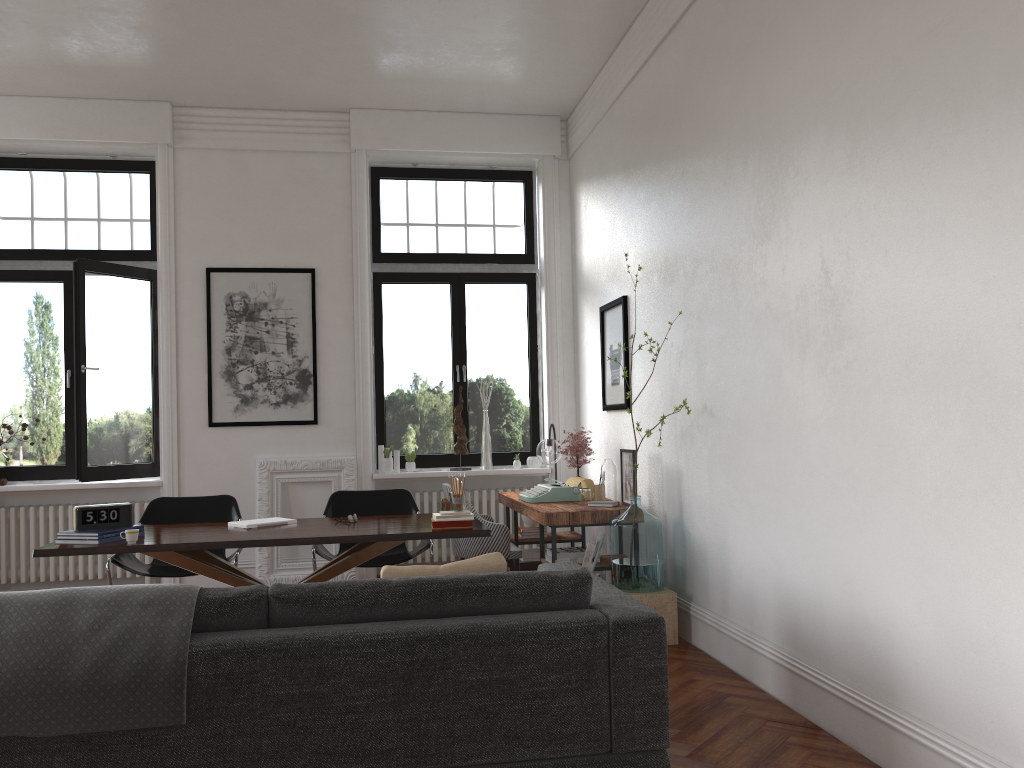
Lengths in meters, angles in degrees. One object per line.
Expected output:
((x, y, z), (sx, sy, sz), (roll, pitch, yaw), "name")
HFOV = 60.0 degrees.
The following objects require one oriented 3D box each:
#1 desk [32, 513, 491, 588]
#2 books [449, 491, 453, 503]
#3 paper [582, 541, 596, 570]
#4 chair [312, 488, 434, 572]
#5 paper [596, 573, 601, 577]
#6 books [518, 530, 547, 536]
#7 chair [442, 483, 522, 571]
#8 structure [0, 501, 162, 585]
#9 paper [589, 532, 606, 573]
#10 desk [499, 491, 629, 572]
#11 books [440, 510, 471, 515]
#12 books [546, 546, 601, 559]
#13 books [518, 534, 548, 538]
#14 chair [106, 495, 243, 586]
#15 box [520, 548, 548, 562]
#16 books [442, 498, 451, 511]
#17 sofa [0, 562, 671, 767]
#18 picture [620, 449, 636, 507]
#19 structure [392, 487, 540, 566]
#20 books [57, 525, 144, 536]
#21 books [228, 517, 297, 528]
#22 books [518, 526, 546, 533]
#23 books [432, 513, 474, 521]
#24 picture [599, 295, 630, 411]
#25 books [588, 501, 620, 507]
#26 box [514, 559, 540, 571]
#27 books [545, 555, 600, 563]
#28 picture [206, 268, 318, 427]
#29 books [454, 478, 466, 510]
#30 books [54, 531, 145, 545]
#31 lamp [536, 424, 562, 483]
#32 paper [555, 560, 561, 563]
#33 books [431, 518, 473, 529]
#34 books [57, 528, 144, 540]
((-1.282, 1.178, 4.932), (2.226, 0.751, 1.030), (-1, -2, -10), "desk")
((-0.343, 0.708, 5.172), (0.041, 0.157, 0.128), (-1, -2, -10), "books")
((0.400, 1.222, 5.255), (0.047, 0.609, 0.330), (-1, -2, -30), "paper")
((-0.910, 1.151, 5.806), (0.752, 0.872, 0.746), (-1, -2, -10), "chair")
((0.481, 1.343, 5.386), (0.126, 0.388, 0.026), (-2, -1, 12), "paper")
((0.154, 1.174, 7.042), (0.209, 0.023, 0.251), (-1, -3, -10), "books")
((-0.210, 1.150, 6.302), (0.547, 0.899, 0.717), (-1, -2, -17), "chair")
((-3.658, 1.386, 7.340), (1.453, 0.778, 0.225), (-1, -1, -10), "structure")
((0.449, 1.231, 5.452), (0.294, 0.625, 0.048), (-1, -1, -17), "paper")
((0.371, 1.215, 6.420), (0.647, 0.757, 1.799), (-1, -2, -10), "desk")
((-0.311, 0.701, 4.833), (0.159, 0.008, 0.128), (-1, -3, -9), "books")
((0.395, 1.087, 5.719), (0.309, 0.038, 0.226), (-1, -3, -10), "books")
((0.154, 1.197, 7.043), (0.209, 0.024, 0.248), (-1, -3, -10), "books")
((-2.068, 1.169, 5.604), (0.752, 0.872, 0.746), (-1, -2, -10), "chair")
((0.187, 1.360, 7.066), (0.256, 0.066, 0.238), (-1, -3, -9), "box")
((-0.380, 0.729, 5.121), (0.028, 0.124, 0.221), (-1, -2, -10), "books")
((-0.873, 1.104, 3.362), (2.644, 0.828, 1.263), (-1, -2, -10), "sofa")
((0.761, 0.612, 5.784), (0.023, 0.369, 0.282), (-1, -2, -10), "picture")
((-0.435, 1.334, 7.903), (1.453, 0.778, 0.225), (-1, -1, -10), "structure")
((-2.123, 0.756, 4.588), (0.250, 0.017, 0.344), (-2, -3, 15), "books")
((-1.450, 0.808, 5.159), (0.325, 0.026, 0.231), (1, -4, -45), "books")
((0.154, 1.153, 7.045), (0.190, 0.022, 0.239), (-1, -3, -10), "books")
((-0.320, 0.719, 4.820), (0.207, 0.028, 0.164), (-1, -3, -12), "books")
((0.772, -0.212, 6.631), (0.050, 0.815, 0.634), (-1, -2, -10), "picture")
((0.587, 0.789, 5.843), (0.213, 0.031, 0.129), (-3, -3, 27), "books")
((0.189, 1.436, 7.061), (0.317, 0.082, 0.296), (-1, -3, -10), "box")
((0.388, 1.122, 5.709), (0.309, 0.038, 0.226), (-1, -3, -11), "books")
((-2.088, -0.311, 7.419), (0.882, 1.323, 0.035), (-1, -1, -10), "picture")
((-0.298, 0.672, 5.160), (0.043, 0.239, 0.310), (-1, -2, -10), "books")
((-2.132, 0.796, 4.598), (0.264, 0.027, 0.347), (-2, -3, 15), "books")
((0.320, 0.591, 7.066), (0.207, 0.549, 0.442), (-2, -2, 13), "lamp")
((0.303, 1.304, 5.348), (0.073, 0.478, 0.033), (-2, -2, 27), "paper")
((-0.327, 0.753, 4.813), (0.215, 0.040, 0.159), (-1, -3, -8), "books")
((-2.123, 0.773, 4.587), (0.250, 0.017, 0.344), (-2, -3, 15), "books")
